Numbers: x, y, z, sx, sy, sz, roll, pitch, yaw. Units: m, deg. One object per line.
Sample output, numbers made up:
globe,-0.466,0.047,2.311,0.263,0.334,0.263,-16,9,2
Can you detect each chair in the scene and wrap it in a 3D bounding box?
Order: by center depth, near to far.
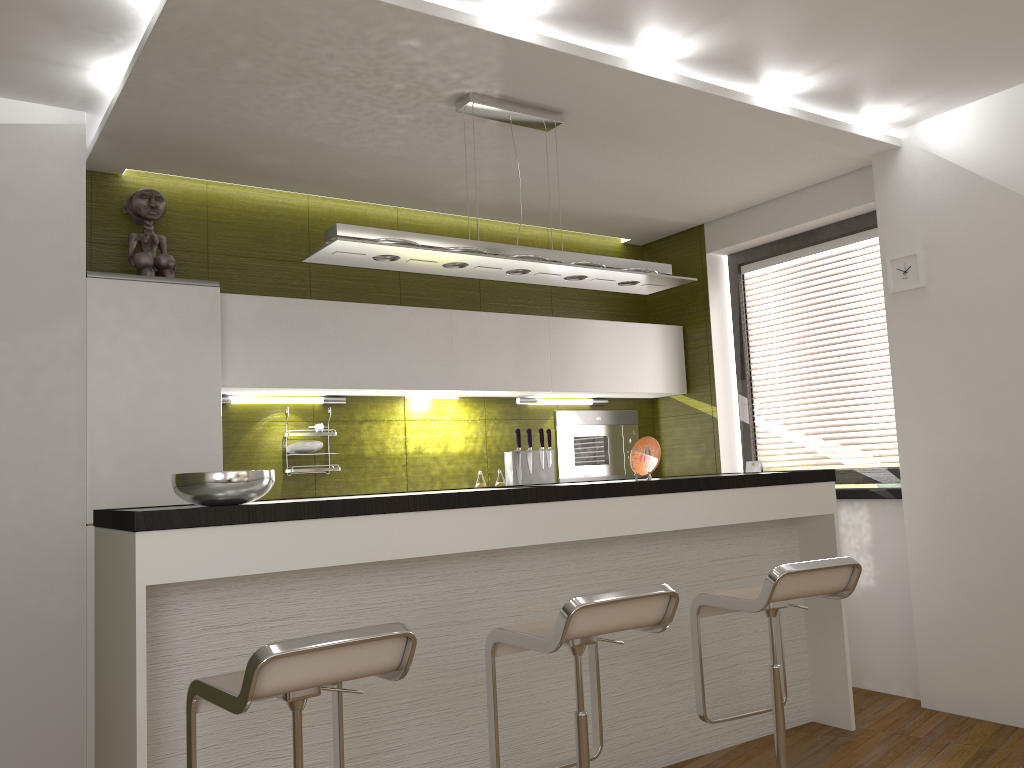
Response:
chair,-0.489,0.996,2.079,0.418,0.857,0.460,2,-7,-39
chair,0.213,1.009,2.551,0.418,0.857,0.460,1,-7,-34
chair,0.916,1.023,3.023,0.418,0.857,0.460,0,-6,-29

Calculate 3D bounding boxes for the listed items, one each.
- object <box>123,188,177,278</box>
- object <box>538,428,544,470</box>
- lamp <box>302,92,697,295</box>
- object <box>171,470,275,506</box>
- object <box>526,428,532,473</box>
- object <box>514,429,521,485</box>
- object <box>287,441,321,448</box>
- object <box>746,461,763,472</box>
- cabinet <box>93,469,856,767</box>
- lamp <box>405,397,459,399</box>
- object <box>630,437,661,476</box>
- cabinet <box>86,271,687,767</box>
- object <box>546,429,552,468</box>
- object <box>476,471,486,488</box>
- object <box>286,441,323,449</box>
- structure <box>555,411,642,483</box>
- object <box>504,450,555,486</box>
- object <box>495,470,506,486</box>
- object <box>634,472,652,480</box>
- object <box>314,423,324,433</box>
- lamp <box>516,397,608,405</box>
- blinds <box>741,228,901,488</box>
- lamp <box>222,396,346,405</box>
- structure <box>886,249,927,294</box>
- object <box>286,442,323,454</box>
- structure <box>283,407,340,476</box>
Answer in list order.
object,-1.643,-0.668,4.033,0.195,0.488,0.304,1,-7,-36
object,0.172,0.378,5.145,0.036,0.243,0.013,1,-7,-34
lamp,0.009,-0.785,3.583,1.677,0.683,0.326,1,-7,-34
object,-0.912,0.331,2.809,0.311,0.105,0.311,-1,-6,-21
object,0.099,0.387,5.095,0.042,0.264,0.013,1,-7,-34
object,0.034,0.423,5.047,0.046,0.339,0.013,1,-7,-34
object,-1.033,0.317,4.419,0.181,0.052,0.173,1,-7,-34
object,1.417,0.537,5.180,0.057,0.169,0.106,2,-7,-39
cabinet,0.071,0.960,3.378,2.947,1.134,0.663,1,-7,-34
lamp,-0.444,0.079,4.950,0.334,0.008,0.008,1,-7,-34
object,0.605,0.328,4.029,0.055,0.178,0.184,2,-7,-38
cabinet,-0.435,0.642,4.756,3.471,2.089,0.724,1,-7,-34
object,0.214,0.377,5.173,0.040,0.231,0.013,1,-7,-34
object,-0.175,0.537,4.931,0.059,0.121,0.059,-4,-6,12
object,-1.034,0.314,4.420,0.181,0.052,0.173,1,-7,-34
structure,0.552,0.401,5.567,0.663,0.469,0.015,1,-7,-34
object,0.104,0.502,5.133,0.293,0.227,0.107,1,-7,-34
object,-0.067,0.540,5.017,0.059,0.121,0.059,-5,-6,23
object,0.607,0.366,4.024,0.072,0.131,0.088,2,-7,-39
object,-0.983,0.226,4.516,0.046,0.053,0.051,-3,-6,-3
lamp,0.317,0.106,5.405,0.716,0.041,0.095,1,-7,-34
blinds,2.482,-2.295,9.301,16.000,12.704,9.030,-3,-6,5
lamp,-1.174,0.082,4.441,0.715,0.041,0.041,1,-7,-34
structure,1.888,-0.538,4.253,0.026,0.180,0.180,1,-7,-34
object,-1.032,0.319,4.418,0.181,0.052,0.173,1,-7,-34
structure,-1.011,0.285,4.477,0.266,0.346,0.110,1,-7,-34
